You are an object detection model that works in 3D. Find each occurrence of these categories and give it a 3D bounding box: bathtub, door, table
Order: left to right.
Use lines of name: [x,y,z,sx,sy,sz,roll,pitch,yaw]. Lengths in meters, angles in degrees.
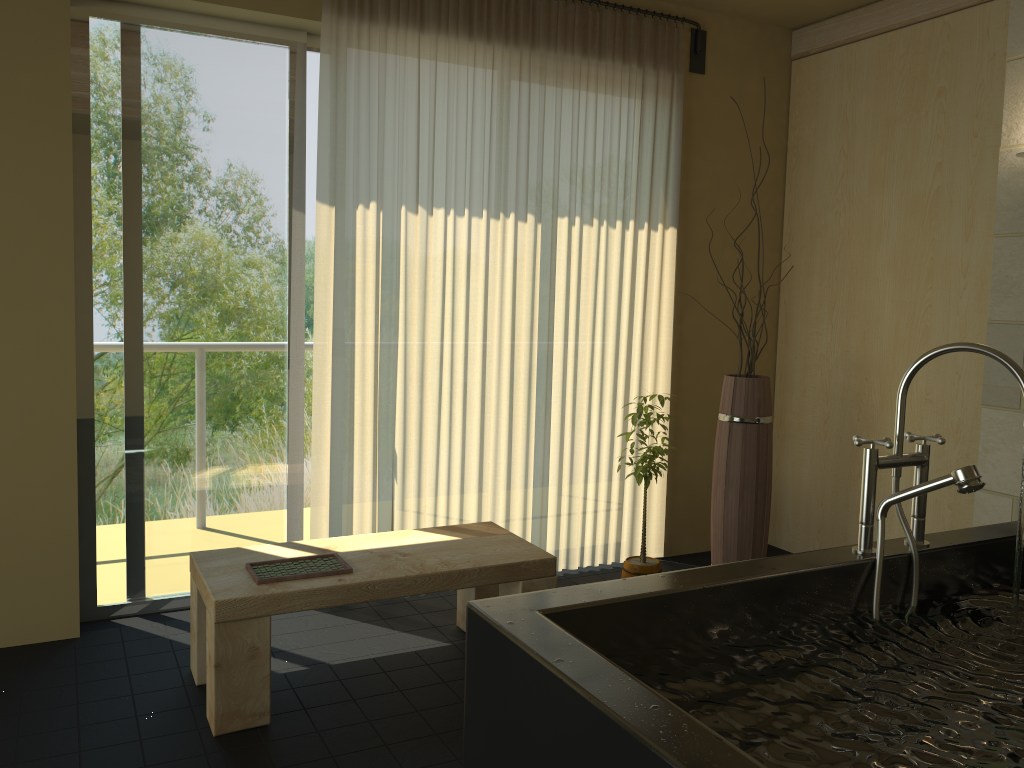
door: [-1.169,-0.251,3.525,1.037,2.330,0.063,-1,6,-28]
table: [-0.463,0.772,2.998,1.124,0.399,0.514,-1,6,-27]
bathtub: [1.109,0.529,1.561,2.132,1.160,1.069,-1,6,-27]

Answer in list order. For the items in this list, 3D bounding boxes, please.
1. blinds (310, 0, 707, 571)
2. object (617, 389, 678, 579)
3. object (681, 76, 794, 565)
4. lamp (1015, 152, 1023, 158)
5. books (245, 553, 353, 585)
blinds: [0.048,-0.415,3.888,1.944,2.577,0.064,-1,6,-28]
object: [0.527,0.480,3.521,0.242,0.928,0.267,2,5,11]
object: [0.927,-0.150,3.726,0.468,2.177,0.463,4,5,23]
lamp: [1.766,-0.684,2.936,0.188,0.836,0.176,-1,6,-27]
books: [-0.671,0.579,2.791,0.294,0.014,0.182,-1,6,-27]
